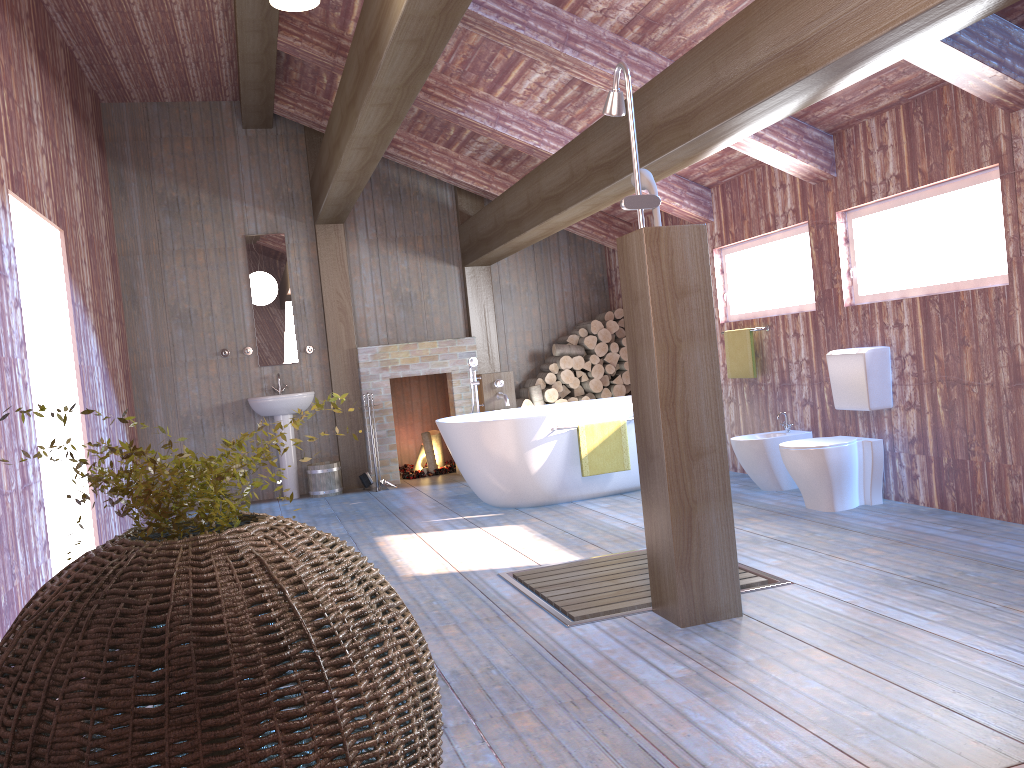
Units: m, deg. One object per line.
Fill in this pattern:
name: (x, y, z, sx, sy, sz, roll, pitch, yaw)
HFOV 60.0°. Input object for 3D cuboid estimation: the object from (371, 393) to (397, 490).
object: (-1.198, 0.514, 8.004, 0.206, 0.871, 0.126, -5, 2, 27)

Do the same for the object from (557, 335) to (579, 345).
object: (0.554, -0.418, 8.756, 0.140, 0.121, 0.319, -6, 2, -15)

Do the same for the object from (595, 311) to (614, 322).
object: (0.918, -0.651, 8.800, 0.104, 0.121, 0.270, -6, 2, -15)

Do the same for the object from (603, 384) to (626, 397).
object: (0.974, 0.071, 8.786, 0.137, 0.133, 0.437, -6, 2, -18)

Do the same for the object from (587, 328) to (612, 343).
object: (0.824, -0.464, 8.736, 0.141, 0.143, 0.437, -6, 2, -18)

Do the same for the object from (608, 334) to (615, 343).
object: (0.916, -0.437, 8.867, 0.132, 0.119, 0.319, -6, 2, -15)

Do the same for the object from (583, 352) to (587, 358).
object: (0.631, -0.293, 8.778, 0.121, 0.124, 0.291, -6, 2, -15)

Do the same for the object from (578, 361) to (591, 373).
object: (0.655, -0.159, 8.680, 0.109, 0.124, 0.424, -6, 2, -17)

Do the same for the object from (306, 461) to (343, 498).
object: (-1.688, 0.860, 8.005, 0.309, 0.290, 0.308, -6, 2, -6)

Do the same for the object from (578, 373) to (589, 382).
object: (0.667, -0.070, 8.691, 0.085, 0.096, 0.280, -6, 2, -15)

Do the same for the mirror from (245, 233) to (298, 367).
mirror: (-2.194, -0.769, 8.104, 0.350, 1.199, 0.009, -6, 2, -16)

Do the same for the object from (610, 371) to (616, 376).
object: (0.964, -0.109, 8.763, 0.067, 0.069, 0.177, -6, 2, -16)

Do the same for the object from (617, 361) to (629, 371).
object: (1.073, -0.178, 8.807, 0.102, 0.109, 0.438, -6, 2, -16)

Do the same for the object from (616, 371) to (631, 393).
object: (1.076, -0.011, 8.818, 0.137, 0.256, 0.439, -6, 2, -16)

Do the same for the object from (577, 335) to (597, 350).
object: (0.692, -0.403, 8.715, 0.139, 0.148, 0.458, -6, 2, -16)

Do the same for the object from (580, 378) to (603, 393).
object: (0.738, 0.015, 8.708, 0.141, 0.143, 0.437, -6, 2, -18)

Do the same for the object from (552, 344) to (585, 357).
object: (0.543, -0.321, 8.545, 0.302, 0.157, 0.121, -6, 2, -15)

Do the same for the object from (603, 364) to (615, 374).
object: (0.887, -0.148, 8.751, 0.102, 0.109, 0.438, -6, 2, -16)

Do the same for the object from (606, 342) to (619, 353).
object: (0.932, -0.352, 8.765, 0.089, 0.106, 0.437, -6, 2, -15)

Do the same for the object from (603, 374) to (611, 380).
object: (0.912, -0.067, 8.746, 0.065, 0.069, 0.177, -6, 2, -17)

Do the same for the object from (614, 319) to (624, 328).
object: (1.025, -0.600, 8.849, 0.081, 0.100, 0.281, -6, 2, -16)

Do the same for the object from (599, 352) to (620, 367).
object: (0.905, -0.232, 8.788, 0.172, 0.151, 0.482, -6, 2, -15)

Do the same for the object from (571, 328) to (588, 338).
object: (0.659, -0.498, 8.676, 0.094, 0.097, 0.227, -6, 2, -15)

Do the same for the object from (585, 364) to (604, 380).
object: (0.766, -0.113, 8.717, 0.136, 0.157, 0.439, -6, 2, -15)

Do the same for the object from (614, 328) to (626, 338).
object: (1.031, -0.504, 8.834, 0.107, 0.115, 0.269, -6, 2, -15)

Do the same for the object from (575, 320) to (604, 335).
object: (0.760, -0.550, 8.736, 0.135, 0.139, 0.456, -6, 2, -15)

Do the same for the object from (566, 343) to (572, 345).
object: (0.512, -0.328, 8.742, 0.113, 0.130, 0.291, -6, 2, -15)

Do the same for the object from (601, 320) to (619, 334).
object: (0.913, -0.551, 8.783, 0.133, 0.142, 0.456, -6, 2, -15)

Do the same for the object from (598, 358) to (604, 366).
object: (0.814, -0.199, 8.709, 0.095, 0.090, 0.278, -6, 2, -15)

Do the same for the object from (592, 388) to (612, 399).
object: (0.864, 0.093, 8.720, 0.114, 0.113, 0.301, -6, 2, -18)

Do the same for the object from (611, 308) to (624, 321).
object: (1.017, -0.685, 8.831, 0.112, 0.113, 0.271, -6, 2, -16)

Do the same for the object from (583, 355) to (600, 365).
object: (0.733, -0.239, 8.704, 0.102, 0.109, 0.438, -6, 2, -16)

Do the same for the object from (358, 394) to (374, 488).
object: (-1.343, 0.517, 7.974, 0.136, 0.846, 0.062, -7, 2, -35)

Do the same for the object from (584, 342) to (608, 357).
object: (0.800, -0.325, 8.728, 0.143, 0.151, 0.440, -6, 2, -16)

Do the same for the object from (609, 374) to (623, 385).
object: (0.965, -0.046, 8.775, 0.115, 0.112, 0.423, -6, 2, -16)

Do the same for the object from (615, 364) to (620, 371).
object: (1.001, -0.171, 8.833, 0.088, 0.092, 0.280, -6, 2, -15)

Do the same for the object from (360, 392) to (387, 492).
object: (-1.289, 0.520, 8.043, 0.276, 0.888, 0.333, -5, 2, 26)

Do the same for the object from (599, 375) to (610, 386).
object: (0.848, -0.033, 8.726, 0.111, 0.118, 0.302, -6, 2, -17)

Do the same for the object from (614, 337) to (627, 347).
object: (1.053, -0.409, 8.802, 0.102, 0.109, 0.438, -6, 2, -16)

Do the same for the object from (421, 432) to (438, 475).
object: (-0.813, 0.691, 8.774, 0.098, 0.434, 0.283, -6, 2, -18)

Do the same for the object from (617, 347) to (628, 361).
object: (1.051, -0.295, 8.805, 0.147, 0.152, 0.439, -6, 2, -16)
